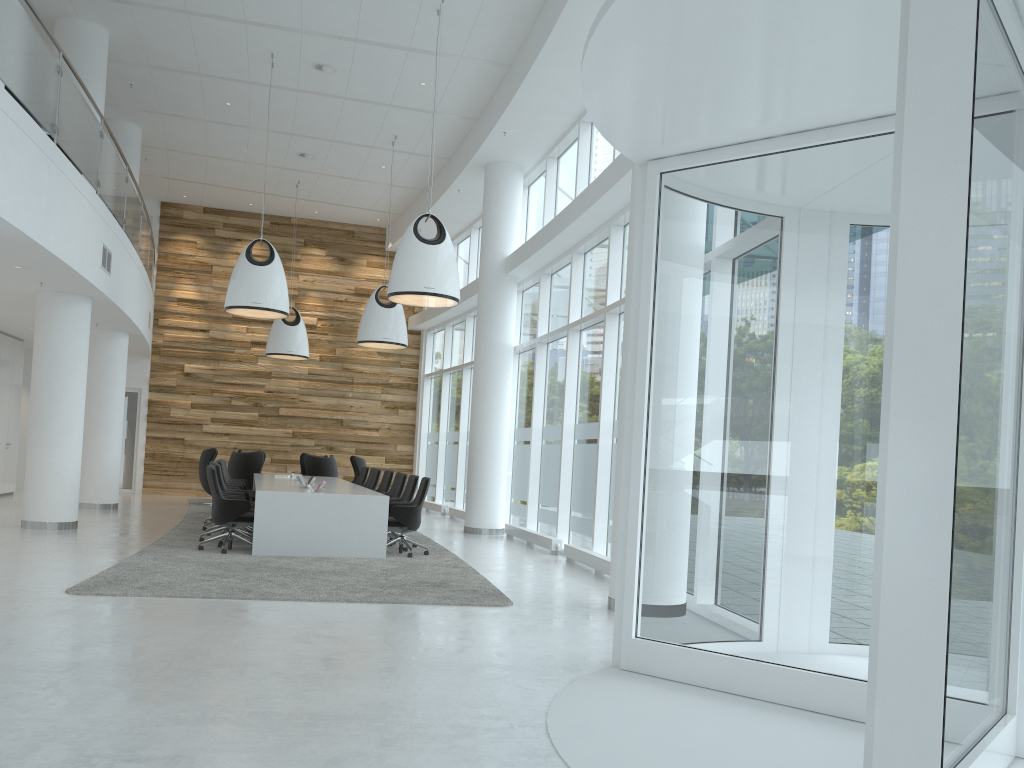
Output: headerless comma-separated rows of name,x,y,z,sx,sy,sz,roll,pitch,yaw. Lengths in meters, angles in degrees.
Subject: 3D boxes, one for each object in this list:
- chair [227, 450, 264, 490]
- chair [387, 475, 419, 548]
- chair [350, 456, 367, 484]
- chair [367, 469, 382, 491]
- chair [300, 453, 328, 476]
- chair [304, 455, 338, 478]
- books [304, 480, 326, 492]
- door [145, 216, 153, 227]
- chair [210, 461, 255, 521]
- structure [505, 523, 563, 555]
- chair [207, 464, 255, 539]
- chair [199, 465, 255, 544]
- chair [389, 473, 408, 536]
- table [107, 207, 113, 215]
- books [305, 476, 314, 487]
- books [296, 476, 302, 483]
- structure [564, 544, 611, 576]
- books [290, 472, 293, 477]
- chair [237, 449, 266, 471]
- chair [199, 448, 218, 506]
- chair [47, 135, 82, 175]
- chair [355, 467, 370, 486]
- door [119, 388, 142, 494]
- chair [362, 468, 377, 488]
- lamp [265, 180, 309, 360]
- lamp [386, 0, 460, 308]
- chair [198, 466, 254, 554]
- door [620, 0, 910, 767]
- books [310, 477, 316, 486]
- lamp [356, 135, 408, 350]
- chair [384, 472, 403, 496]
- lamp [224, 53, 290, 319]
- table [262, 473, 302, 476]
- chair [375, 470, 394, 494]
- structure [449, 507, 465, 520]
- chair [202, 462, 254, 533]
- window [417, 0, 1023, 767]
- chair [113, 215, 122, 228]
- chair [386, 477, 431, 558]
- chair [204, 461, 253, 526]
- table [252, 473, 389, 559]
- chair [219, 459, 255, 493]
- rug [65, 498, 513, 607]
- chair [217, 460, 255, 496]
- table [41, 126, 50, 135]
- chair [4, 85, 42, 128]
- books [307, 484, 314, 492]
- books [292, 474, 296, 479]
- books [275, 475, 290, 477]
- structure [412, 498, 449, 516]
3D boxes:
chair,-5.000,1.849,17.050,0.913,1.150,0.920,3,-3,4
chair,-1.559,1.672,11.686,0.675,0.965,0.686,4,-2,-17
chair,-3.515,2.063,18.549,0.919,1.150,0.914,4,-3,-26
chair,-2.488,1.875,14.646,0.675,0.965,0.686,4,-2,-17
chair,-4.430,2.076,19.308,0.913,1.150,0.920,3,-3,4
chair,-3.859,1.940,17.359,0.916,1.150,0.917,2,-3,34
books,-2.580,1.400,11.614,0.230,0.274,0.599,3,-4,4
door,-9.167,-2.712,20.113,1.807,2.397,0.132,4,-1,-14
chair,-4.403,1.716,14.061,0.675,0.965,0.686,4,-2,-17
structure,0.291,2.289,13.155,0.150,0.213,2.694,4,-5,-14
chair,-3.716,1.567,11.884,0.675,0.965,0.686,4,-2,-17
chair,-3.528,1.509,11.091,0.675,0.965,0.686,4,-2,-17
chair,-1.801,1.726,12.469,0.675,0.965,0.686,4,-2,-17
table,-6.540,-2.329,13.557,0.798,0.753,0.802,2,-3,23
books,-3.090,1.507,13.471,0.139,0.229,0.357,4,-4,-16
books,-3.285,1.545,13.784,0.154,0.238,0.191,4,-3,-16
structure,1.015,2.063,10.062,0.150,0.213,2.694,4,-5,-12
books,-3.882,1.686,15.795,0.153,0.241,0.183,4,-3,-16
chair,-5.546,1.984,18.976,0.916,1.150,0.917,2,-3,34
chair,-5.825,1.870,17.838,0.919,1.150,0.914,4,-3,-26
chair,-5.719,-2.725,10.795,0.915,1.150,0.918,4,-3,-23
chair,-2.957,1.989,16.270,0.675,0.965,0.686,4,-2,-22
door,-9.391,1.238,20.045,1.807,2.397,0.132,4,-1,-14
chair,-2.676,1.933,15.439,0.675,0.965,0.686,4,-2,-17
lamp,-4.509,-2.358,18.221,0.883,3.641,0.886,3,-1,22
lamp,-0.962,-2.809,10.686,0.883,3.641,0.886,3,-1,30
chair,-3.248,1.453,10.260,0.675,0.965,0.686,4,-2,-22
door,2.400,0.169,4.182,2.997,3.105,3.003,4,-3,-7
books,-3.081,1.527,13.493,0.158,0.241,0.353,4,-4,-16
lamp,-2.145,-2.471,15.369,0.883,3.641,0.886,3,-1,27
chair,-1.958,1.782,13.217,0.674,0.965,0.686,4,-2,-12
lamp,-3.470,-2.798,12.455,0.883,3.641,0.886,3,-1,29
table,-4.722,2.184,18.154,0.799,0.695,0.802,3,-3,8
chair,-2.199,1.833,13.964,0.675,0.965,0.686,4,-2,-22
structure,-0.817,2.553,16.925,0.150,0.213,2.693,4,-5,-18
chair,-4.005,1.610,12.566,0.675,0.965,0.686,4,-2,-22
window,-20.526,-1.897,12.818,62.833,6.129,30.942,1,-5,23
chair,-6.783,-2.474,14.403,0.915,1.150,0.918,4,-3,-26
chair,-1.331,1.618,10.905,0.674,0.965,0.686,4,-2,-12
chair,-4.247,1.661,13.313,0.674,0.965,0.686,4,-2,-12
table,-3.096,1.840,13.270,1.502,0.737,6.567,4,-5,-16
chair,-4.873,1.825,15.625,0.674,0.965,0.686,4,-2,-12
rug,-3.360,2.220,13.546,3.944,0.010,13.470,5,-5,-16
chair,-4.645,1.770,14.844,0.675,0.965,0.686,4,-2,-17
table,-5.519,-2.585,9.937,0.801,0.753,0.800,5,-3,-26
chair,-5.340,-2.848,9.128,0.915,1.150,0.918,4,-3,-25
books,-2.501,1.372,11.121,0.144,0.226,0.204,4,-3,-17
books,-3.781,1.671,15.472,0.139,0.223,0.162,4,-2,-16
books,-3.921,1.572,15.148,0.224,0.026,0.264,4,-5,-7
structure,-1.862,2.751,19.908,0.150,0.213,2.692,4,-5,-20
